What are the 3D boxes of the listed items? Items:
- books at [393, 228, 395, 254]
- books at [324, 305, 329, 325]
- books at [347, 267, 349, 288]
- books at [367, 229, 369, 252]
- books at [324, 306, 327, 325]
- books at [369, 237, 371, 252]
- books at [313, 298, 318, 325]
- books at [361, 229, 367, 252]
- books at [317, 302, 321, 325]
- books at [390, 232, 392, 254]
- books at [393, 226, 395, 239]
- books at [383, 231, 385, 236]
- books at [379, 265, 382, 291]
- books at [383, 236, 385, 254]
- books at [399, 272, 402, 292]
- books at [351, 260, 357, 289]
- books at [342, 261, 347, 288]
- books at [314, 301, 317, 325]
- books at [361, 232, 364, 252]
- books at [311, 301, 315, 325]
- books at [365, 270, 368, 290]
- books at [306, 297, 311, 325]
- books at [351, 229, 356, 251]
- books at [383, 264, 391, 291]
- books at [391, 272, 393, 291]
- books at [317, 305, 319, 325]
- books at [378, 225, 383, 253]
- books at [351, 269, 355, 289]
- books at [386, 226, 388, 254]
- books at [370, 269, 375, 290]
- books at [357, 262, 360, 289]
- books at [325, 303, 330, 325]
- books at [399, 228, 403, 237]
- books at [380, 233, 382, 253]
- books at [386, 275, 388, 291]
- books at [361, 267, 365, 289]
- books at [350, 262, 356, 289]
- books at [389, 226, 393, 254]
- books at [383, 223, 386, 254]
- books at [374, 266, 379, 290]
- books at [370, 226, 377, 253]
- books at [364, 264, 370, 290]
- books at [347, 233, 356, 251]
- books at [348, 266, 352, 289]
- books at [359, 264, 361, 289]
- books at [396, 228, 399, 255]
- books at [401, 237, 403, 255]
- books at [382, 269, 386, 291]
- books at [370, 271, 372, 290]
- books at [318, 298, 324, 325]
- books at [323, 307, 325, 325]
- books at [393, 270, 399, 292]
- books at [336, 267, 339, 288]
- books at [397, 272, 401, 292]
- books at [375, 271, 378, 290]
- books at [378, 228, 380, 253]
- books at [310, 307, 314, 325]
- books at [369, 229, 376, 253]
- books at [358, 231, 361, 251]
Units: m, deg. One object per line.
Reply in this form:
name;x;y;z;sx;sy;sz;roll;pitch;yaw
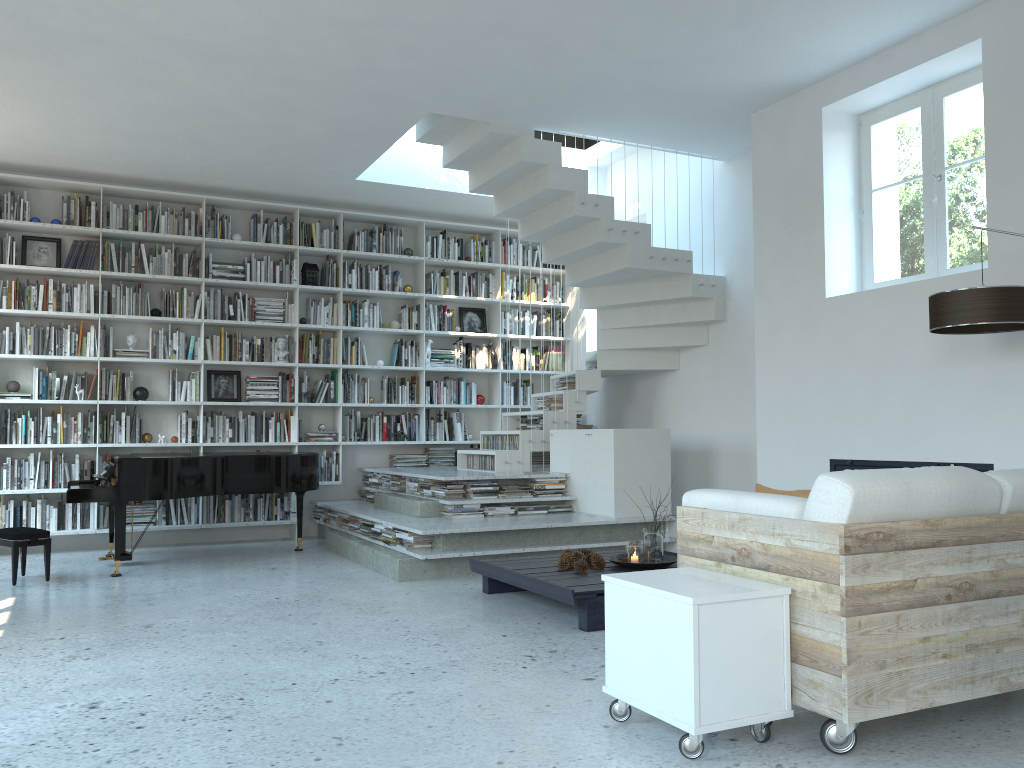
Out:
books;-1.207;-1.410;8.936;0.019;0.299;0.137;1;-3;-26
books;-1.808;-0.647;8.589;0.029;0.211;0.158;1;-3;-26
books;-1.630;-1.023;8.712;0.012;0.239;0.138;1;-3;-26
books;-1.454;-1.394;8.813;0.021;0.256;0.169;1;-3;-26
books;-1.827;-0.641;8.579;0.027;0.196;0.185;1;-3;-26
books;-1.438;-1.360;8.839;0.031;0.190;0.132;1;-3;-26
books;-1.903;-0.681;8.559;0.019;0.275;0.146;1;-3;-26
books;-1.476;-1.395;8.799;0.030;0.255;0.161;1;-3;-26
books;-1.877;-0.661;8.564;0.023;0.236;0.178;1;-3;-26
books;-1.243;-1.388;8.914;0.024;0.252;0.150;1;-3;-26
books;-1.203;-1.420;8.958;0.008;0.321;0.133;1;-3;-26
books;-1.298;-1.389;8.880;0.008;0.251;0.170;1;-3;-26
books;-1.332;-1.039;8.864;0.012;0.285;0.159;1;-3;-26
books;-1.303;-1.365;8.860;0.018;0.201;0.188;1;-3;-26
books;-1.145;-1.007;8.957;0.026;0.229;0.140;1;-3;-26
books;-1.556;-1.056;8.736;0.014;0.306;0.152;1;-3;-26
books;-1.644;-1.047;8.691;0.012;0.285;0.159;1;-3;-26
books;-1.916;-0.669;8.551;0.028;0.250;0.164;1;-3;-26
books;-1.502;-1.381;8.786;0.028;0.226;0.163;1;-3;-26
books;-1.934;-0.665;8.548;0.024;0.242;0.159;1;-3;-26
books;-1.461;-1.011;8.802;0.028;0.223;0.142;1;-3;-26
books;-1.963;-0.687;8.535;0.018;0.285;0.159;1;-3;-26
books;-1.564;-1.392;8.746;0.009;0.244;0.173;1;-3;-26
books;-1.249;-1.039;8.874;0.029;0.285;0.183;1;-3;-26
books;-1.229;-1.001;8.898;0.030;0.213;0.157;1;-3;-26
books;-1.893;-0.647;8.561;0.023;0.207;0.171;1;-3;-26
books;-1.321;-1.420;8.872;0.006;0.312;0.179;1;-3;-26
books;-1.579;-1.008;8.710;0.026;0.207;0.181;1;-3;-26
books;-1.274;-1.413;8.874;0.015;0.299;0.183;1;-3;-26
books;-1.397;-1.017;8.815;0.023;0.236;0.149;1;-3;-26
books;-1.529;-1.049;8.765;0.021;0.296;0.138;1;-3;-26
books;-1.795;-0.658;8.604;0.024;0.234;0.149;1;-3;-26
books;-1.130;-1.413;8.961;0.006;0.306;0.163;1;-3;-26
books;-1.329;-1.380;8.859;0.018;0.231;0.160;1;-3;-26
books;-1.280;-0.987;8.871;0.027;0.181;0.176;1;-3;-26
books;-1.489;-1.022;8.764;0.027;0.241;0.160;1;-3;-26
books;-1.570;-1.044;8.735;0.011;0.283;0.173;1;-3;-26
books;-1.225;-1.415;8.914;0.008;0.307;0.182;1;-3;-26
books;-1.291;-1.428;8.885;0.007;0.329;0.183;1;-3;-26
books;-1.353;-1.030;8.838;0.012;0.264;0.156;1;-3;-26
books;-1.380;-1.411;8.849;0.024;0.292;0.167;1;-3;-26
books;-1.442;-1.041;8.809;0.013;0.284;0.154;1;-3;-26
books;-1.585;-1.373;8.727;0.046;0.206;0.183;1;-3;-26
books;-1.610;-1.025;8.715;0.026;0.243;0.148;1;-3;-26
books;-1.517;-1.039;8.778;0.012;0.276;0.133;1;-3;-26
books;-1.175;-1.409;8.939;0.013;0.297;0.188;1;-3;-26
books;-1.139;-1.364;8.953;0.014;0.208;0.188;1;-3;-26
books;-1.304;-1.016;8.855;0.030;0.238;0.186;1;-3;-26
books;-1.424;-1.007;8.814;0.025;0.216;0.144;1;-3;-26
books;-1.852;-0.681;8.553;0.028;0.275;0.187;1;-3;-26
books;-1.842;-0.640;8.568;0.024;0.195;0.173;1;-3;-26
books;-1.186;-1.012;8.907;0.054;0.235;0.171;1;-3;-26
books;-1.716;-1.016;8.636;0.008;0.213;0.224;1;-3;-26
books;-1.170;-1.002;8.925;0.048;0.216;0.182;1;-3;-26
books;-1.371;-1.004;8.811;0.021;0.209;0.181;1;-3;-26
books;-1.349;-1.406;8.872;0.007;0.285;0.159;1;-3;-26
books;-1.942;-0.638;8.519;0.028;0.185;0.181;1;-3;-26
books;-1.393;-1.395;8.816;0.028;0.258;0.185;1;-3;-26
books;-1.523;-1.384;8.761;0.013;0.229;0.174;1;-3;-26
